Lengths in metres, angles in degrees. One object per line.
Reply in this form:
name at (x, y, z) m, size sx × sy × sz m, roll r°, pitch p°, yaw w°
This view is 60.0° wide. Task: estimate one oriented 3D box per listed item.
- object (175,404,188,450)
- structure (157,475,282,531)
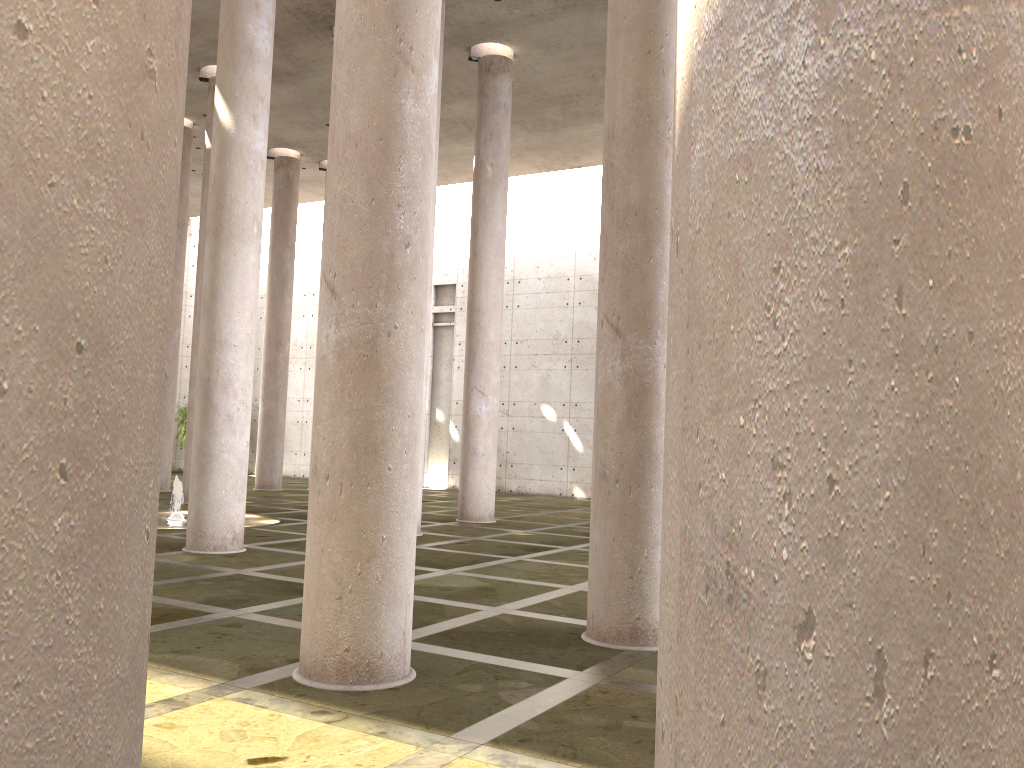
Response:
object at (-12.332, 2.066, 35.174) m, size 2.483 × 3.247 × 2.333 m, roll 0°, pitch -4°, yaw 32°
structure at (-6.411, 2.379, 17.007) m, size 3.913 × 1.279 × 3.916 m, roll 2°, pitch -4°, yaw 2°
